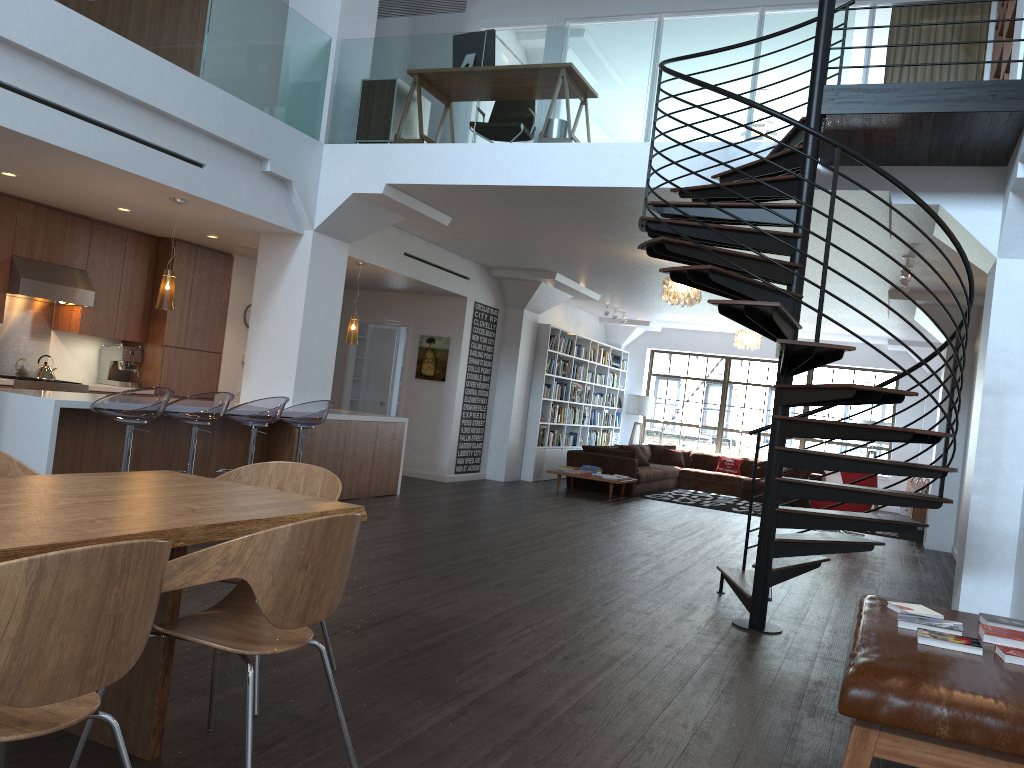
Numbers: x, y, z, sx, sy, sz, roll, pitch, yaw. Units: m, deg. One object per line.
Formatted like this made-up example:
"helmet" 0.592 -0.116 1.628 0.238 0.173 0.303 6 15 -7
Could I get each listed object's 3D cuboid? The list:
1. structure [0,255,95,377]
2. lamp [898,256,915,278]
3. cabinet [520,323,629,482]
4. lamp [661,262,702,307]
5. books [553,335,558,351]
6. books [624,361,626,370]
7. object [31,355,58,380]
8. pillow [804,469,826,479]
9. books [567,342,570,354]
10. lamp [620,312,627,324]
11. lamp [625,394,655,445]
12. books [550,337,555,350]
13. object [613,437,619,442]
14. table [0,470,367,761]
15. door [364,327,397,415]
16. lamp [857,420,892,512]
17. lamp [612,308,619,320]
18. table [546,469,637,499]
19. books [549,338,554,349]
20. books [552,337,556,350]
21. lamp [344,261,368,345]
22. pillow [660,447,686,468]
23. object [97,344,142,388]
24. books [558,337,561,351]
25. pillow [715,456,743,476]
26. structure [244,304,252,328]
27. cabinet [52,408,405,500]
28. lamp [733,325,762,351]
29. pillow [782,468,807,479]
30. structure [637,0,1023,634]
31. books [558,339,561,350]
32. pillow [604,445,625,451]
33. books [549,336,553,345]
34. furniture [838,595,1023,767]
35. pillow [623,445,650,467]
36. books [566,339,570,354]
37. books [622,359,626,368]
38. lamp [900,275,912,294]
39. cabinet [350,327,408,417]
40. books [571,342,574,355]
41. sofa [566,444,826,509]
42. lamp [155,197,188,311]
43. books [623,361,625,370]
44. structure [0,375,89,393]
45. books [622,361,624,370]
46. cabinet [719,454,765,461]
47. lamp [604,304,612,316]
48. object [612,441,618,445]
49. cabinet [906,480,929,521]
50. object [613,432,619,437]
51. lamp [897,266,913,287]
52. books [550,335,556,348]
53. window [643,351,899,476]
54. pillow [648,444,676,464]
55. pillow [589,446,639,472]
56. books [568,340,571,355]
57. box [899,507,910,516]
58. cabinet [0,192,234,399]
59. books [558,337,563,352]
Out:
"structure" -4.515 -0.597 8.401 0.529 1.110 0.811 6 -1 23
"lamp" 3.748 -1.108 8.420 0.120 0.211 0.111 7 -1 -3
"cabinet" 1.110 0.404 15.640 0.461 2.414 4.500 6 -1 23
"lamp" 1.892 -1.131 9.818 0.442 0.539 0.441 7 -1 -25
"books" 0.605 -0.647 13.892 0.170 0.251 0.118 6 -1 23
"books" 2.178 -0.365 17.594 0.139 0.191 0.036 6 -1 23
"object" -4.550 -0.167 8.647 0.222 0.235 0.222 7 -1 -2
"pillow" 5.133 1.494 15.550 0.651 0.587 0.335 7 -1 2
"books" 0.837 -0.609 14.442 0.182 0.255 0.077 6 -1 23
"lamp" 2.007 -1.182 15.922 0.120 0.211 0.111 7 -1 -3
"lamp" 2.470 1.019 17.558 0.545 1.579 0.545 7 -1 12
"books" 0.566 -0.636 13.790 0.161 0.218 0.101 6 -1 23
"object" 1.896 1.074 17.457 0.331 0.088 0.410 6 -1 23
"table" -1.774 0.656 1.715 1.012 0.750 3.803 6 -1 23
"door" -2.207 0.154 13.395 0.826 2.032 0.174 6 -1 23
"lamp" 6.373 1.449 15.770 0.545 1.579 0.545 6 -1 34
"lamp" 1.806 -1.215 15.445 0.120 0.211 0.111 7 -1 -18
"table" 1.135 1.434 12.686 1.100 0.271 0.853 6 -1 23
"books" 0.532 -0.636 13.734 0.167 0.210 0.162 6 -1 23
"books" 0.581 -0.636 13.821 0.161 0.222 0.084 6 -1 23
"lamp" -1.704 -0.882 9.695 0.149 0.900 0.149 7 -1 -22
"pillow" 2.947 1.351 16.278 0.489 0.337 0.238 7 -1 -7
"object" -4.120 -0.195 9.443 0.439 0.455 0.284 6 -1 23
"books" 0.681 -0.630 14.076 0.159 0.248 0.089 6 -1 23
"pillow" 3.924 1.477 16.012 0.465 0.308 0.220 6 -1 19
"structure" -3.116 -0.811 10.678 0.040 0.300 0.300 6 -1 23
"cabinet" -2.514 0.646 7.983 0.898 0.796 4.493 6 -1 23
"lamp" 3.854 -0.817 14.472 0.442 0.539 0.441 7 -1 -25
"pillow" 4.871 1.545 15.478 0.542 0.362 0.248 6 -1 44
"structure" 1.756 -0.674 5.472 1.998 4.352 1.998 7 -1 -16
"books" 0.675 -0.618 14.044 0.161 0.222 0.084 6 -1 23
"pillow" 1.618 1.123 13.646 0.269 0.411 0.559 7 -1 -21
"books" 0.505 -0.644 13.647 0.182 0.215 0.188 6 -1 23
"furniture" 1.829 1.265 3.582 0.907 0.453 1.819 6 -1 23
"pillow" 2.071 1.222 15.002 0.325 0.391 0.625 6 -1 39
"books" 0.828 -0.609 14.394 0.182 0.253 0.098 6 -1 23
"books" 2.192 -0.383 17.633 0.140 0.231 0.042 6 -1 23
"lamp" 4.146 -1.045 9.362 0.120 0.211 0.111 7 -1 -33
"cabinet" -2.106 -0.294 14.092 0.527 2.991 2.630 6 -1 23
"books" 0.914 -0.587 14.637 0.167 0.233 0.077 6 -1 23
"sofa" 3.190 1.512 14.573 3.481 0.664 4.197 6 -1 23
"lamp" -1.522 -1.350 7.822 2.842 1.807 0.149 7 -1 -28
"books" 2.160 -0.370 17.557 0.136 0.196 0.045 6 -1 23
"structure" -4.572 0.405 8.357 0.662 0.919 0.811 6 -1 23
"books" 2.133 -0.365 17.486 0.128 0.178 0.021 6 -1 23
"cabinet" 4.532 1.729 16.712 1.520 0.625 0.350 6 -1 23
"lamp" 1.609 -1.246 14.980 0.120 0.211 0.111 7 -1 -33
"object" 1.886 1.161 17.455 0.331 0.088 0.410 6 -1 23
"cabinet" 6.242 1.733 13.387 0.459 0.350 4.501 6 -1 23
"object" 1.900 0.986 17.461 0.316 0.088 0.410 6 -1 23
"lamp" 3.949 -1.076 8.896 0.120 0.211 0.111 7 -1 -18
"books" 0.587 -0.648 13.853 0.159 0.248 0.089 6 -1 23
"window" 4.889 0.508 17.235 4.648 1.905 0.114 6 -1 23
"pillow" 2.812 1.319 16.443 0.580 0.418 0.334 7 -1 -4
"pillow" 1.545 1.152 13.386 0.750 0.364 0.289 6 -1 22
"books" 0.857 -0.601 14.476 0.174 0.243 0.085 6 -1 23
"box" 6.954 2.228 15.645 0.228 0.165 0.368 6 -1 23
"cabinet" -4.674 -0.458 7.965 0.598 2.499 5.299 6 -1 23
"books" 0.699 -0.629 14.115 0.170 0.251 0.118 6 -1 23
